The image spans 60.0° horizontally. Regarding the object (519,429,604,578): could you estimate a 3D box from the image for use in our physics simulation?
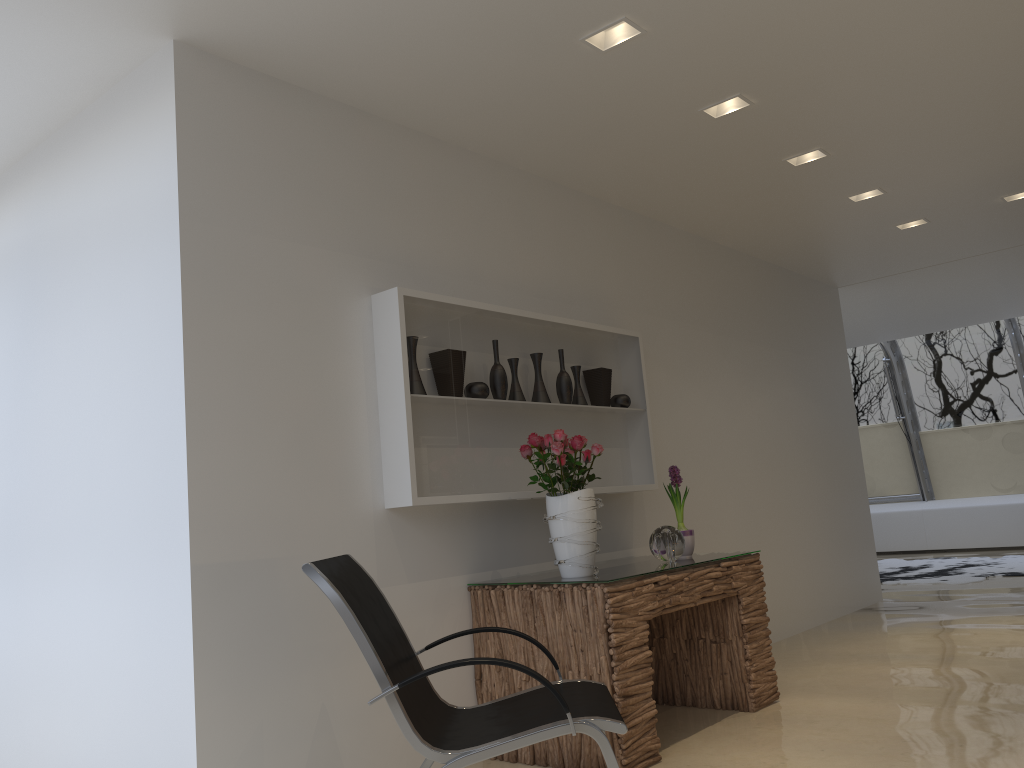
[{"bbox_3d":[0.240,0.528,3.940,0.327,0.654,0.350,0,-10,-30],"label":"object"}]

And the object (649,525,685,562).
[{"bbox_3d":[0.756,0.778,4.320,0.174,0.179,0.175,-2,-9,-17],"label":"object"}]

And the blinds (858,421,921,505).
[{"bbox_3d":[5.426,1.250,13.484,1.376,1.214,0.387,-12,-11,39],"label":"blinds"}]

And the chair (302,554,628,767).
[{"bbox_3d":[-0.106,1.013,2.850,0.943,0.972,0.752,-5,-8,0],"label":"chair"}]

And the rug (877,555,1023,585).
[{"bbox_3d":[5.045,2.121,10.176,2.705,0.008,3.220,-12,-11,39],"label":"rug"}]

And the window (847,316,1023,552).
[{"bbox_3d":[1.538,0.556,7.362,16.693,3.674,16.171,3,-12,-44],"label":"window"}]

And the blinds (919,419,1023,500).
[{"bbox_3d":[6.615,1.097,12.517,1.430,1.027,0.329,-12,-11,39],"label":"blinds"}]

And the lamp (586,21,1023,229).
[{"bbox_3d":[2.719,-1.211,6.176,9.928,0.004,9.775,-12,-11,40],"label":"lamp"}]

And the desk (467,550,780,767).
[{"bbox_3d":[0.580,1.257,4.245,0.793,0.762,1.436,-12,-11,39],"label":"desk"}]

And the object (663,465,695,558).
[{"bbox_3d":[0.863,0.657,4.587,0.129,0.476,0.129,-5,-8,0],"label":"object"}]
